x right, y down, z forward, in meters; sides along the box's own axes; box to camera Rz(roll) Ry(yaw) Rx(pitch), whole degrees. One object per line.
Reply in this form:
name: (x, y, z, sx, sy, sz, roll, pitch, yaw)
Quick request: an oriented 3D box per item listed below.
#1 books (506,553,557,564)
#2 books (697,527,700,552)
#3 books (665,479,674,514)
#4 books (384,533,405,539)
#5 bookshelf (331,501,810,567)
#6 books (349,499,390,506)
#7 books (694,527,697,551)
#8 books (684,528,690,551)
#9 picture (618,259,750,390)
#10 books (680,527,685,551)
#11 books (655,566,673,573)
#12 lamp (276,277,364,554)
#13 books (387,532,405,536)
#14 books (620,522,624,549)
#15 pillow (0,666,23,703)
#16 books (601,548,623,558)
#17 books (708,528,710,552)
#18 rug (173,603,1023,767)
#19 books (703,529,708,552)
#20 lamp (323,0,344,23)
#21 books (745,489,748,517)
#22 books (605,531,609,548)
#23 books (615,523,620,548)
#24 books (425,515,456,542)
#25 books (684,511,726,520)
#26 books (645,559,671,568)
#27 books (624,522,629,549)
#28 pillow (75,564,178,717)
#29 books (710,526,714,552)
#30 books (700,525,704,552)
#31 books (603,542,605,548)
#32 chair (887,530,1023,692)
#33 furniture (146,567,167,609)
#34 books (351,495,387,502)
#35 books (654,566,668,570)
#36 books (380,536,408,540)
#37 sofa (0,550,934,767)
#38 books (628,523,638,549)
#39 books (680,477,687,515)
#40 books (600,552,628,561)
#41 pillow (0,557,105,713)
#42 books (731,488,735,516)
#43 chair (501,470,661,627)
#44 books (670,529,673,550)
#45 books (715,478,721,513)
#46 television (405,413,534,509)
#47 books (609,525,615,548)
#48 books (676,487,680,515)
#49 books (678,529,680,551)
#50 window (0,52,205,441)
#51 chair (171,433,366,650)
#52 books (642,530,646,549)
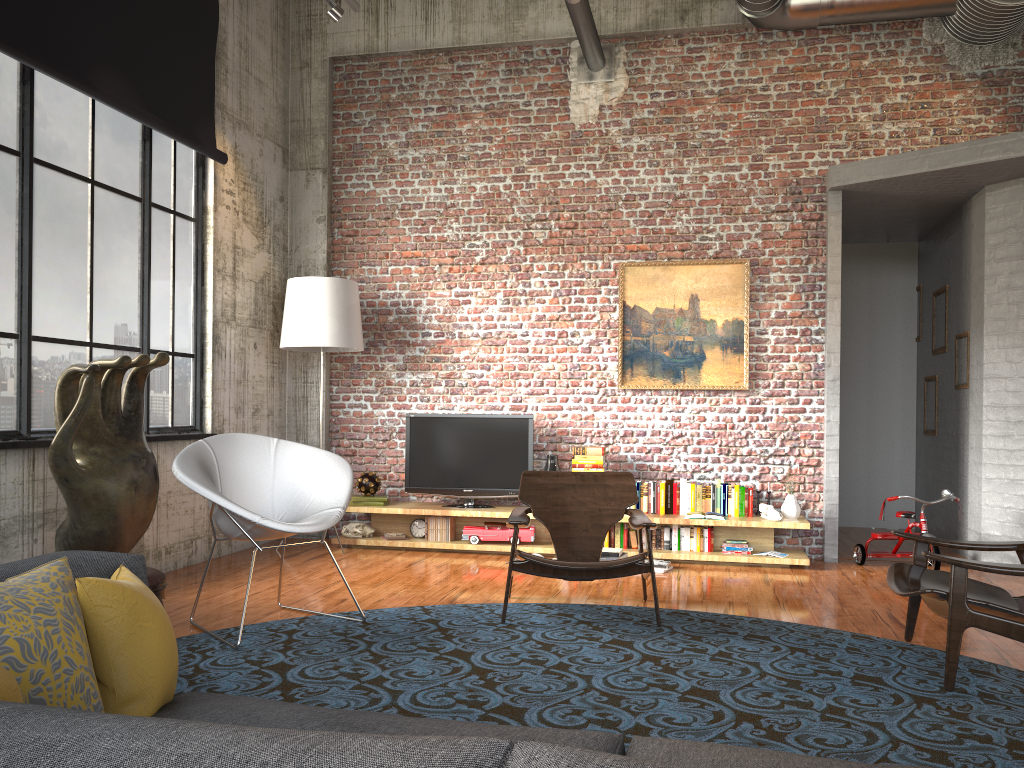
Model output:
books: (0.207, 1.343, 6.752, 0.422, 0.049, 0.300, 0, -2, 27)
books: (1.482, 1.227, 7.040, 0.026, 0.191, 0.138, 1, -1, 12)
books: (1.287, 0.913, 7.238, 0.066, 0.284, 0.198, 1, 0, 12)
books: (-0.994, 1.286, 7.507, 0.166, 0.021, 0.210, 1, -2, -13)
bookshelf: (0.414, 1.226, 7.324, 3.844, 0.359, 0.548, 0, -1, 12)
books: (-1.229, 1.021, 7.649, 0.302, 0.037, 0.243, 0, -2, 5)
books: (1.459, 1.227, 7.049, 0.026, 0.191, 0.138, 1, -1, 12)
books: (1.398, 1.229, 7.060, 0.043, 0.186, 0.129, 1, 0, 12)
picture: (1.420, -0.487, 7.373, 1.064, 1.064, 0.040, 0, 0, 12)
books: (1.364, 1.232, 7.085, 0.034, 0.181, 0.132, 1, -1, 12)
books: (1.021, 1.377, 6.649, 0.313, 0.017, 0.232, 0, -2, 27)
lamp: (-1.593, 0.265, 7.433, 0.707, 2.243, 0.694, 1, 0, 35)
books: (-0.984, 1.268, 7.501, 0.114, 0.016, 0.113, -1, -2, 37)
books: (0.896, 1.212, 7.162, 0.030, 0.220, 0.159, 1, -1, 12)
pillow: (-0.815, 0.513, 1.263, 0.405, 0.371, 0.228, 0, -1, 22)
books: (0.677, 1.272, 6.708, 0.296, 0.035, 0.236, 0, -2, 14)
books: (1.562, 1.228, 7.025, 0.019, 0.189, 0.120, 1, 0, 12)
rug: (0.188, 1.267, 2.985, 4.847, 0.009, 4.847, 2, -2, -31)
books: (1.537, 1.233, 7.037, 0.034, 0.181, 0.132, 1, -1, 12)
lamp: (-1.324, -2.802, 6.585, 0.226, 0.215, 0.102, 1, -1, -37)
books: (1.874, 0.946, 7.096, 0.026, 0.223, 0.161, 1, -1, 12)
books: (0.776, 1.212, 7.183, 0.030, 0.220, 0.159, 1, -1, 12)
books: (0.861, 1.218, 7.163, 0.039, 0.208, 0.151, 1, -1, 12)
books: (-0.605, 1.210, 7.462, 0.232, 0.218, 0.174, 0, -1, 13)
books: (1.506, 1.028, 6.922, 0.316, 0.040, 0.214, 0, -2, 12)
books: (1.021, 1.344, 6.659, 0.311, 0.014, 0.250, 0, -2, 19)
books: (0.923, 1.212, 7.146, 0.030, 0.220, 0.159, 1, -1, 12)
pillow: (-0.780, 0.531, 1.829, 0.168, 0.319, 0.434, 1, -1, -13)
books: (1.583, 1.227, 7.018, 0.026, 0.191, 0.138, 1, -1, 12)
books: (1.508, 1.227, 7.038, 0.026, 0.191, 0.138, 1, -1, 12)
books: (0.751, 1.212, 7.209, 0.030, 0.220, 0.159, 1, -1, 12)
chair: (2.309, 0.926, 4.089, 1.043, 0.793, 0.875, 0, -1, 13)
furniture: (-1.692, 1.030, 3.752, 0.432, 0.477, 0.432, 1, -1, -33)
books: (-1.228, 0.984, 7.649, 0.302, 0.037, 0.243, 1, -2, -8)
books: (1.016, 1.359, 6.651, 0.307, 0.017, 0.232, 0, -2, 11)
books: (-1.000, 1.306, 7.513, 0.211, 0.020, 0.162, 1, -2, -20)
sofa: (0.086, 0.791, 1.234, 3.003, 0.861, 1.363, 0, -1, 14)
books: (0.978, 1.196, 7.143, 0.088, 0.256, 0.153, 1, 0, 12)
books: (1.393, 0.910, 7.206, 0.053, 0.290, 0.176, 1, 0, 12)
books: (0.693, 1.302, 6.731, 0.320, 0.028, 0.262, 0, -2, 22)
pillow: (-0.880, 0.502, 1.514, 0.260, 0.446, 0.537, 0, -1, 20)
books: (1.773, 0.945, 7.121, 0.027, 0.223, 0.161, 1, -1, 12)
chair: (0.396, 0.940, 5.215, 0.875, 0.793, 1.043, 1, -1, 2)
books: (1.275, 1.238, 7.090, 0.020, 0.168, 0.121, 1, -1, 12)
books: (1.660, 0.911, 7.150, 0.036, 0.290, 0.176, 1, 0, 12)
television: (-0.366, 0.650, 7.523, 1.089, 0.793, 0.286, 1, 0, -1)
books: (0.820, 1.210, 7.193, 0.052, 0.225, 0.156, 1, 0, 12)
books: (1.352, 0.943, 7.206, 0.026, 0.223, 0.161, 1, -1, 12)
books: (1.334, 1.238, 7.078, 0.020, 0.168, 0.121, 1, -1, 12)
window: (-2.668, -1.327, 5.649, 0.050, 3.435, 2.580, 1, -1, 12)
chair: (-1.311, 0.788, 4.786, 1.057, 1.030, 0.806, 1, -1, -38)
books: (1.063, 1.214, 7.145, 0.049, 0.214, 0.149, 1, 0, 12)
